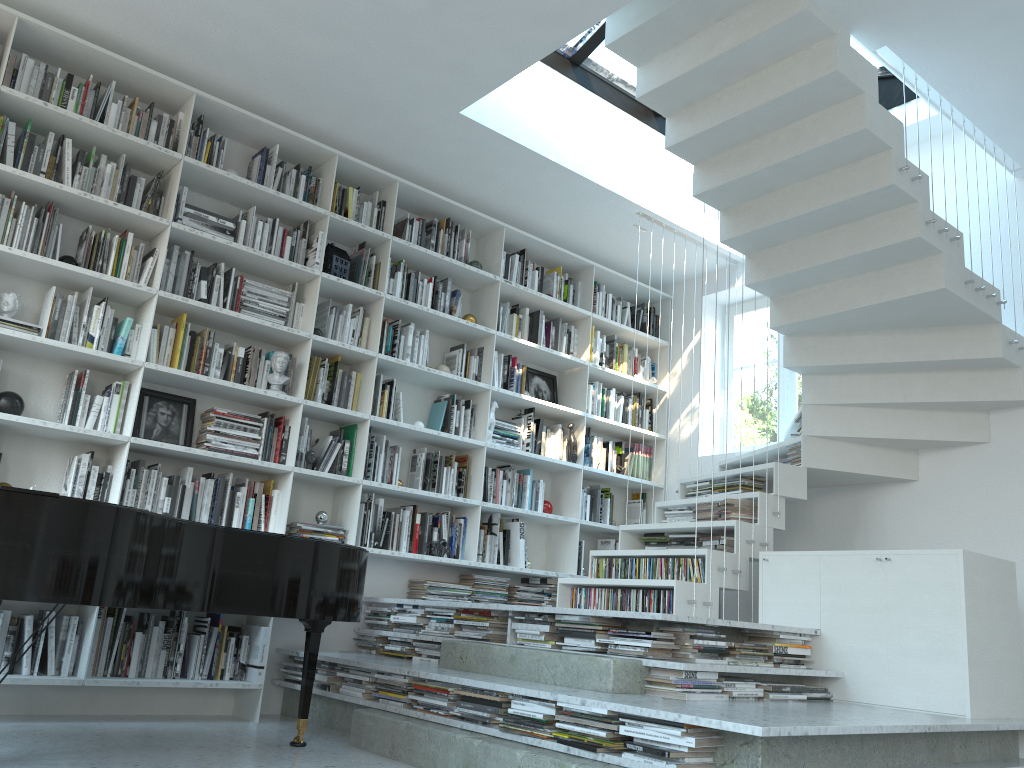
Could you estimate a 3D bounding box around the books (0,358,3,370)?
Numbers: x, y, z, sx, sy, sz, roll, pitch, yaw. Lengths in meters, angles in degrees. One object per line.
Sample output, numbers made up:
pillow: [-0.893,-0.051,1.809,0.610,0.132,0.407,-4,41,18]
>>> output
books: [-2.359,0.022,4.007,0.028,0.265,0.145,16,-18,-37]

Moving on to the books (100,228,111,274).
books: [-2.039,-0.619,4.405,0.033,0.286,0.155,16,-18,-37]

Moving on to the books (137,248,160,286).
books: [-1.867,-0.556,4.488,0.064,0.236,0.209,16,-19,-37]

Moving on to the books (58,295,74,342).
books: [-2.149,-0.281,4.234,0.022,0.266,0.151,16,-18,-37]

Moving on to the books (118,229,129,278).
books: [-1.976,-0.614,4.438,0.006,0.303,0.165,16,-18,-37]

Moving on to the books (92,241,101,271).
books: [-2.069,-0.588,4.362,0.011,0.199,0.163,16,-18,-37]

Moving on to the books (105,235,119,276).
books: [-2.001,-0.598,4.387,0.013,0.243,0.189,16,-18,-37]

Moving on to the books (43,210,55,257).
books: [-2.235,-0.678,4.238,0.004,0.283,0.167,16,-18,-37]

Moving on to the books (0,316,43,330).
books: [-2.333,-0.282,4.076,0.285,0.012,0.159,18,-20,-41]

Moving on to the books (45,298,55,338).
books: [-2.207,-0.279,4.191,0.010,0.231,0.154,16,-18,-37]

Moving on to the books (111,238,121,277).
books: [-1.997,-0.594,4.422,0.017,0.252,0.139,16,-18,-37]

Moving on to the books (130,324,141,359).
books: [-1.905,-0.182,4.434,0.026,0.216,0.126,16,-18,-37]

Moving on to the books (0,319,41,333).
books: [-2.337,-0.270,4.076,0.285,0.012,0.159,16,-19,-35]

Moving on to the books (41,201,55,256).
books: [-2.244,-0.702,4.241,0.005,0.330,0.161,16,-18,-37]

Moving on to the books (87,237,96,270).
books: [-2.091,-0.601,4.350,0.013,0.215,0.149,16,-18,-37]

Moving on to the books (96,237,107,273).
books: [-2.040,-0.596,4.357,0.006,0.215,0.181,16,-18,-37]

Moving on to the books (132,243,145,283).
books: [-1.913,-0.572,4.481,0.022,0.256,0.155,16,-18,-37]

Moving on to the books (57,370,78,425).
books: [-2.109,0.084,4.198,0.012,0.284,0.159,16,-18,-37]

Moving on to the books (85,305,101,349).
books: [-2.053,-0.246,4.298,0.028,0.246,0.170,16,-18,-37]

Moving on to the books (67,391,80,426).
books: [-2.095,0.135,4.194,0.025,0.185,0.154,16,-18,-37]

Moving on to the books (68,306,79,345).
books: [-2.118,-0.249,4.261,0.048,0.224,0.149,16,-18,-37]

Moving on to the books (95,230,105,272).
books: [-2.064,-0.617,4.382,0.009,0.266,0.149,16,-18,-37]

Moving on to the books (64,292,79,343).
books: [-2.128,-0.288,4.238,0.012,0.285,0.167,16,-18,-37]

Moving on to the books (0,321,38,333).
books: [-2.337,-0.259,4.071,0.254,0.012,0.161,18,-20,-40]

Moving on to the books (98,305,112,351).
books: [-2.015,-0.241,4.329,0.023,0.259,0.170,16,-18,-37]

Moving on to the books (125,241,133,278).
books: [-1.955,-0.583,4.454,0.010,0.256,0.140,16,-18,-37]

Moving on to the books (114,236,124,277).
books: [-1.988,-0.597,4.430,0.004,0.264,0.142,16,-18,-37]

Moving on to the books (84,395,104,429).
books: [-2.023,0.155,4.251,0.057,0.188,0.156,16,-18,-37]

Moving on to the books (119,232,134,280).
books: [-1.962,-0.600,4.443,0.022,0.284,0.190,16,-18,-37]

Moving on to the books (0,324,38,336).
books: [-2.335,-0.248,4.065,0.254,0.012,0.161,19,-20,-42]

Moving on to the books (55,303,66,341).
books: [-2.178,-0.265,4.227,0.024,0.226,0.138,16,-18,-37]

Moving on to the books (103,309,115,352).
books: [-2.010,-0.231,4.357,0.022,0.255,0.152,16,-18,-37]

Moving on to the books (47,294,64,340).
books: [-2.179,-0.285,4.191,0.030,0.246,0.174,16,-18,-37]

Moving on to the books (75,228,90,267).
books: [-2.115,-0.626,4.338,0.005,0.253,0.161,16,-18,-37]

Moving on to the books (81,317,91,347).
books: [-2.087,-0.221,4.289,0.025,0.189,0.140,16,-18,-37]

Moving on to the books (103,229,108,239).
books: [-2.047,-0.619,4.384,0.005,0.274,0.157,16,-18,-37]

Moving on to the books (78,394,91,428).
books: [-2.066,0.150,4.235,0.030,0.182,0.154,16,-18,-37]

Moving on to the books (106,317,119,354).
books: [-1.994,-0.208,4.368,0.026,0.218,0.150,16,-18,-37]

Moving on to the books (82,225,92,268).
books: [-2.112,-0.633,4.352,0.012,0.275,0.129,16,-18,-37]

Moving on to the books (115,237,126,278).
books: [-1.981,-0.591,4.427,0.006,0.252,0.180,16,-18,-37]

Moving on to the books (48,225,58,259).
books: [-2.223,-0.638,4.253,0.012,0.217,0.151,16,-18,-37]

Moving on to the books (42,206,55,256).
books: [-2.240,-0.688,4.240,0.005,0.304,0.162,16,-18,-37]

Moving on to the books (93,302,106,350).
books: [-2.030,-0.252,4.305,0.012,0.264,0.193,16,-18,-37]

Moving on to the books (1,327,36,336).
books: [-2.338,-0.236,4.064,0.254,0.012,0.161,18,-20,-41]

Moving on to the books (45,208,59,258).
books: [-2.218,-0.680,4.229,0.011,0.286,0.189,16,-18,-37]

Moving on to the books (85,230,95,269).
books: [-2.086,-0.618,4.335,0.005,0.239,0.174,16,-18,-37]

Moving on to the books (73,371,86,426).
books: [-2.085,0.090,4.226,0.011,0.291,0.156,16,-18,-37]

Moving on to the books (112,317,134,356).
books: [-1.946,-0.206,4.377,0.060,0.227,0.179,16,-18,-37]

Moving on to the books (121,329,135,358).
books: [-1.925,-0.171,4.411,0.027,0.180,0.142,16,-18,-37]

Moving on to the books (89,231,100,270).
books: [-2.067,-0.613,4.339,0.005,0.235,0.178,16,-18,-37]

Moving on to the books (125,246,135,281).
books: [-1.951,-0.566,4.460,0.011,0.229,0.166,16,-18,-37]

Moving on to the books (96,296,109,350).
books: [-2.025,-0.265,4.323,0.011,0.300,0.178,16,-18,-37]

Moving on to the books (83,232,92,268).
books: [-2.105,-0.614,4.350,0.005,0.238,0.146,16,-18,-37]

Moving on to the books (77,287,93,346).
books: [-2.086,-0.295,4.285,0.010,0.328,0.173,16,-18,-37]

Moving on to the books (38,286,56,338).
books: [-2.205,-0.309,4.181,0.012,0.284,0.159,16,-18,-37]

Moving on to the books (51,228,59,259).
books: [-2.216,-0.633,4.255,0.004,0.209,0.132,16,-18,-37]

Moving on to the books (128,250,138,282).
books: [-1.938,-0.556,4.469,0.024,0.215,0.142,16,-18,-37]

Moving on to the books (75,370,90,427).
books: [-2.074,0.089,4.232,0.012,0.297,0.166,16,-18,-37]

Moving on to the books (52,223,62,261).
books: [-2.198,-0.641,4.262,0.031,0.231,0.148,16,-18,-37]
